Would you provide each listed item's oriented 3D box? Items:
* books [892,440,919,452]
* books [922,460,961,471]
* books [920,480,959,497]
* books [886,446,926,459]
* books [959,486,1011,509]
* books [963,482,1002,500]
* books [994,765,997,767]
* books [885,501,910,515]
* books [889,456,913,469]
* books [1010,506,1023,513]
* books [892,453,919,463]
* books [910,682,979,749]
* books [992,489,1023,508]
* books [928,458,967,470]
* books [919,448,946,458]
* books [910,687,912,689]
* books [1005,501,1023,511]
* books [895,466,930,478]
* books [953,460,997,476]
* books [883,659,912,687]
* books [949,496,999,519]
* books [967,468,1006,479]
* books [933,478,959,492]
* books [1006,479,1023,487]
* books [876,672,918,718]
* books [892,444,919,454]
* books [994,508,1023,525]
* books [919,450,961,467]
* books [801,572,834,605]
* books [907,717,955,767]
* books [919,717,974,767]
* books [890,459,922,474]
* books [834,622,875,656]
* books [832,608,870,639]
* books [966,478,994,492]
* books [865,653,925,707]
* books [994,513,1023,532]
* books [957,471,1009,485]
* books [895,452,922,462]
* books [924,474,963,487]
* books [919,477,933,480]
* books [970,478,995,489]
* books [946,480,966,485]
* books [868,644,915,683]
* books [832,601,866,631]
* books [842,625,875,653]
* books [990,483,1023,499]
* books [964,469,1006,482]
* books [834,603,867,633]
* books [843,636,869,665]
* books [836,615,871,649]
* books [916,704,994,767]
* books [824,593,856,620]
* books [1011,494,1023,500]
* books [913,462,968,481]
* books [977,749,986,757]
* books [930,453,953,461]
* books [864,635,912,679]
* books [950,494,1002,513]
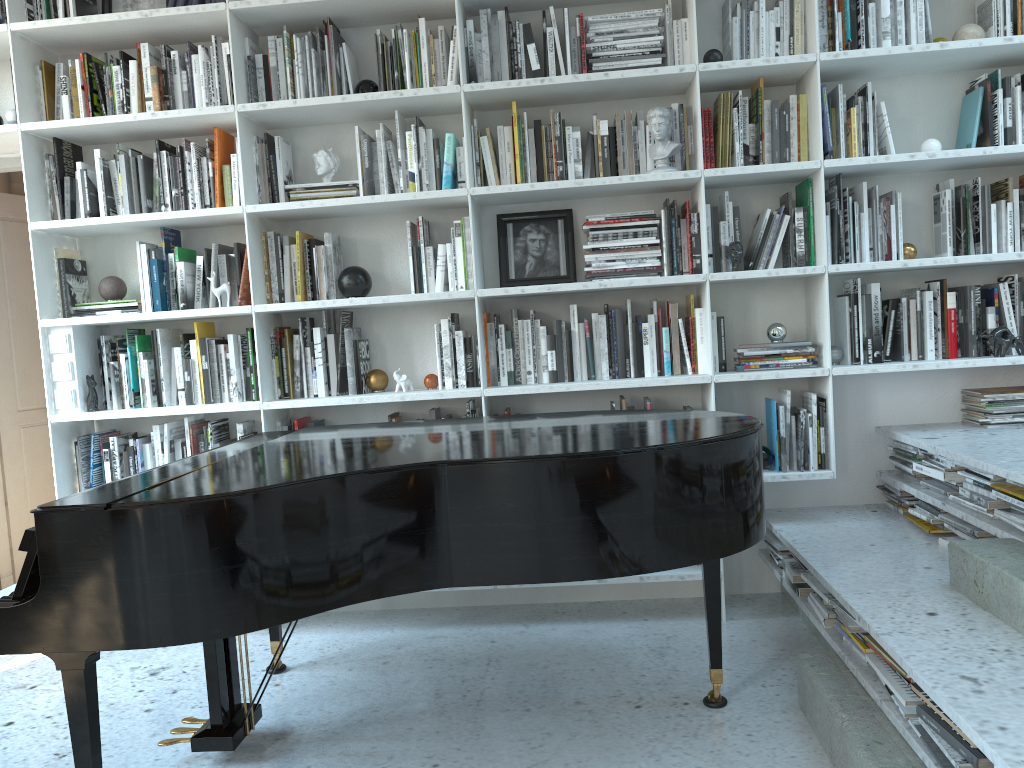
[{"bbox_3d":[1.548,0.227,3.313,0.159,0.011,0.246,-4,3,2],"label":"books"},{"bbox_3d":[1.525,0.274,3.026,0.171,0.007,0.206,-3,3,7],"label":"books"},{"bbox_3d":[1.530,0.353,3.032,0.173,0.017,0.233,-4,3,4],"label":"books"},{"bbox_3d":[1.539,0.249,3.315,0.171,0.015,0.252,-4,3,0],"label":"books"},{"bbox_3d":[1.504,0.345,2.727,0.164,0.023,0.242,-3,3,9],"label":"books"},{"bbox_3d":[1.514,0.324,2.725,0.154,0.018,0.220,-4,3,4],"label":"books"},{"bbox_3d":[0.939,0.688,1.485,0.141,0.028,0.222,-4,3,0],"label":"books"},{"bbox_3d":[1.532,0.467,3.367,0.163,0.019,0.187,-4,3,4],"label":"books"},{"bbox_3d":[1.548,0.289,3.318,0.179,0.012,0.261,-3,3,5],"label":"books"},{"bbox_3d":[1.501,0.354,2.439,0.138,0.017,0.237,-4,3,4],"label":"books"},{"bbox_3d":[1.554,0.279,3.316,0.156,0.009,0.287,-4,3,3],"label":"books"},{"bbox_3d":[0.948,0.660,1.789,0.170,0.014,0.280,-4,3,2],"label":"books"},{"bbox_3d":[1.478,0.321,2.438,0.179,0.017,0.292,-3,3,6],"label":"books"},{"bbox_3d":[1.530,0.264,3.025,0.143,0.012,0.263,-3,3,10],"label":"books"},{"bbox_3d":[1.517,0.224,3.023,0.171,0.020,0.193,-4,3,0],"label":"books"},{"bbox_3d":[0.986,0.670,2.099,0.155,0.009,0.297,-3,3,6],"label":"books"},{"bbox_3d":[1.488,0.337,2.439,0.159,0.018,0.202,-4,3,3],"label":"books"},{"bbox_3d":[1.555,0.321,3.320,0.163,0.017,0.232,-3,3,7],"label":"books"},{"bbox_3d":[1.496,0.251,2.721,0.165,0.015,0.242,-4,3,0],"label":"books"},{"bbox_3d":[0.981,0.662,2.098,0.169,0.009,0.241,-3,3,5],"label":"books"},{"bbox_3d":[1.502,0.374,2.729,0.183,0.012,0.296,-4,3,4],"label":"books"},{"bbox_3d":[1.509,0.264,2.721,0.149,0.013,0.220,-3,3,8],"label":"books"},{"bbox_3d":[1.548,0.333,3.029,0.131,0.021,0.240,-3,3,7],"label":"books"},{"bbox_3d":[1.498,0.283,2.434,0.128,0.013,0.295,-4,3,3],"label":"books"},{"bbox_3d":[0.979,0.733,2.104,0.161,0.008,0.254,-3,3,10],"label":"books"},{"bbox_3d":[1.549,0.237,3.314,0.167,0.008,0.234,-4,3,4],"label":"books"},{"bbox_3d":[1.480,0.370,2.442,0.178,0.014,0.247,-4,3,3],"label":"books"},{"bbox_3d":[1.528,0.249,3.024,0.163,0.018,0.289,-4,3,4],"label":"books"},{"bbox_3d":[1.017,0.620,2.717,0.180,0.015,0.294,-4,3,3],"label":"books"},{"bbox_3d":[0.944,0.742,1.796,0.189,0.009,0.290,-3,3,8],"label":"books"},{"bbox_3d":[0.952,0.723,1.794,0.177,0.011,0.220,-3,3,7],"label":"books"},{"bbox_3d":[1.545,0.304,3.319,0.175,0.017,0.265,-3,3,8],"label":"books"},{"bbox_3d":[1.005,0.698,2.411,0.159,0.012,0.292,-4,3,2],"label":"books"},{"bbox_3d":[0.996,0.644,2.407,0.169,0.009,0.241,-4,3,1],"label":"books"},{"bbox_3d":[1.517,0.308,2.723,0.150,0.013,0.215,-3,3,5],"label":"books"},{"bbox_3d":[0.974,0.695,2.101,0.182,0.013,0.287,-3,3,6],"label":"books"},{"bbox_3d":[1.474,0.383,2.443,0.182,0.011,0.253,-3,3,9],"label":"books"},{"bbox_3d":[1.505,0.285,2.723,0.167,0.008,0.234,-4,3,4],"label":"books"},{"bbox_3d":[1.562,0.270,3.315,0.145,0.008,0.297,-4,3,4],"label":"books"},{"bbox_3d":[1.534,0.319,3.029,0.152,0.009,0.259,-4,3,2],"label":"books"},{"bbox_3d":[1.569,0.335,3.320,0.134,0.014,0.181,-4,3,2],"label":"books"},{"bbox_3d":[1.513,0.295,2.723,0.144,0.013,0.220,-3,3,8],"label":"books"},{"bbox_3d":[1.530,0.311,3.028,0.163,0.008,0.294,-4,3,3],"label":"books"},{"bbox_3d":[0.972,0.651,2.098,0.165,0.014,0.235,-4,3,0],"label":"books"},{"bbox_3d":[0.995,0.616,2.405,0.171,0.015,0.252,-4,3,2],"label":"books"},{"bbox_3d":[1.009,0.686,2.409,0.165,0.012,0.204,-3,3,5],"label":"books"},{"bbox_3d":[1.473,0.296,2.437,0.187,0.009,0.260,-4,3,4],"label":"books"},{"bbox_3d":[1.510,0.276,2.722,0.160,0.010,0.179,-3,3,5],"label":"books"},{"bbox_3d":[0.989,0.632,2.407,0.182,0.016,0.198,-3,3,10],"label":"books"},{"bbox_3d":[1.011,0.719,2.412,0.157,0.014,0.180,-4,3,2],"label":"books"},{"bbox_3d":[1.002,0.667,2.408,0.159,0.011,0.246,-4,3,1],"label":"books"},{"bbox_3d":[0.953,0.705,1.792,0.160,0.025,0.243,-4,3,0],"label":"books"},{"bbox_3d":[0.982,0.596,2.405,0.193,0.005,0.224,-4,3,1],"label":"books"},{"bbox_3d":[1.480,0.306,2.437,0.161,0.012,0.254,-3,3,9],"label":"books"},{"bbox_3d":[1.515,0.293,3.028,0.189,0.030,0.237,-4,3,2],"label":"books"},{"bbox_3d":[0.963,0.684,1.790,0.142,0.017,0.239,-4,3,1],"label":"books"},{"bbox_3d":[1.529,0.237,3.023,0.159,0.007,0.285,-4,3,4],"label":"books"},{"bbox_3d":[0.968,0.638,2.098,0.179,0.012,0.249,-4,3,2],"label":"books"},{"bbox_3d":[1.497,0.363,2.729,0.190,0.012,0.235,-4,3,3],"label":"books"}]
